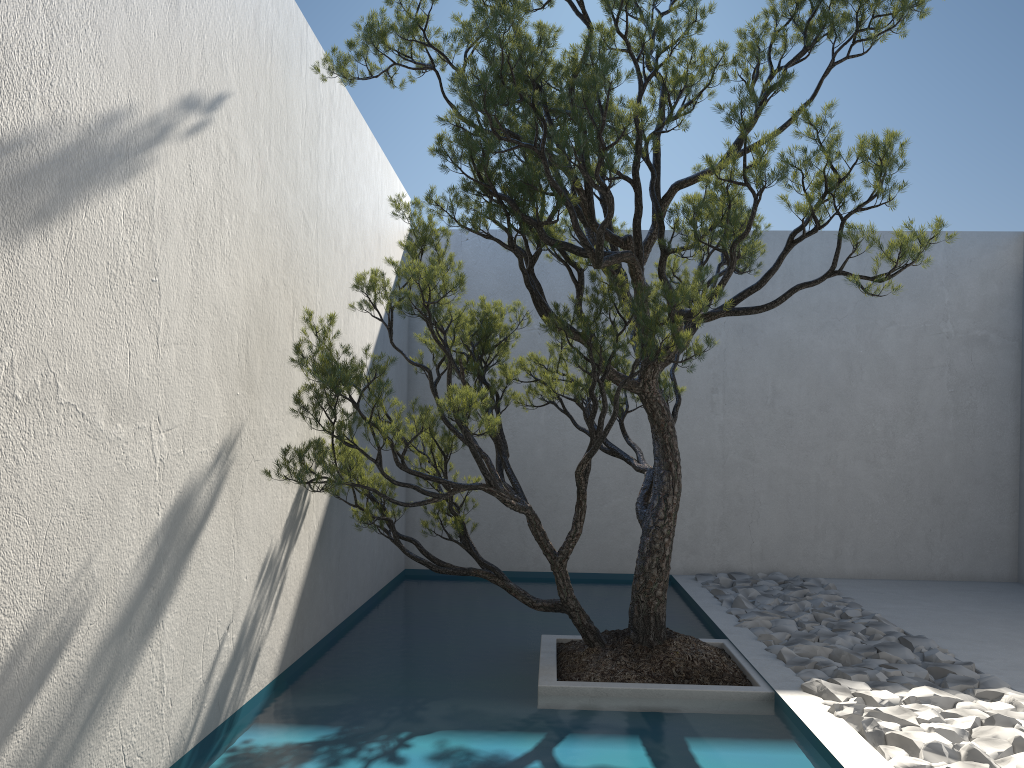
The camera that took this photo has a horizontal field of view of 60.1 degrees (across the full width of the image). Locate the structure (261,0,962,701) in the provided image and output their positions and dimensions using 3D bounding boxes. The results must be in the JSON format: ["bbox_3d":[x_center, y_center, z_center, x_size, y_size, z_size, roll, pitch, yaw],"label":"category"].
[{"bbox_3d":[0.343,-0.172,4.048,2.587,3.468,2.522,1,-1,-4],"label":"structure"}]
